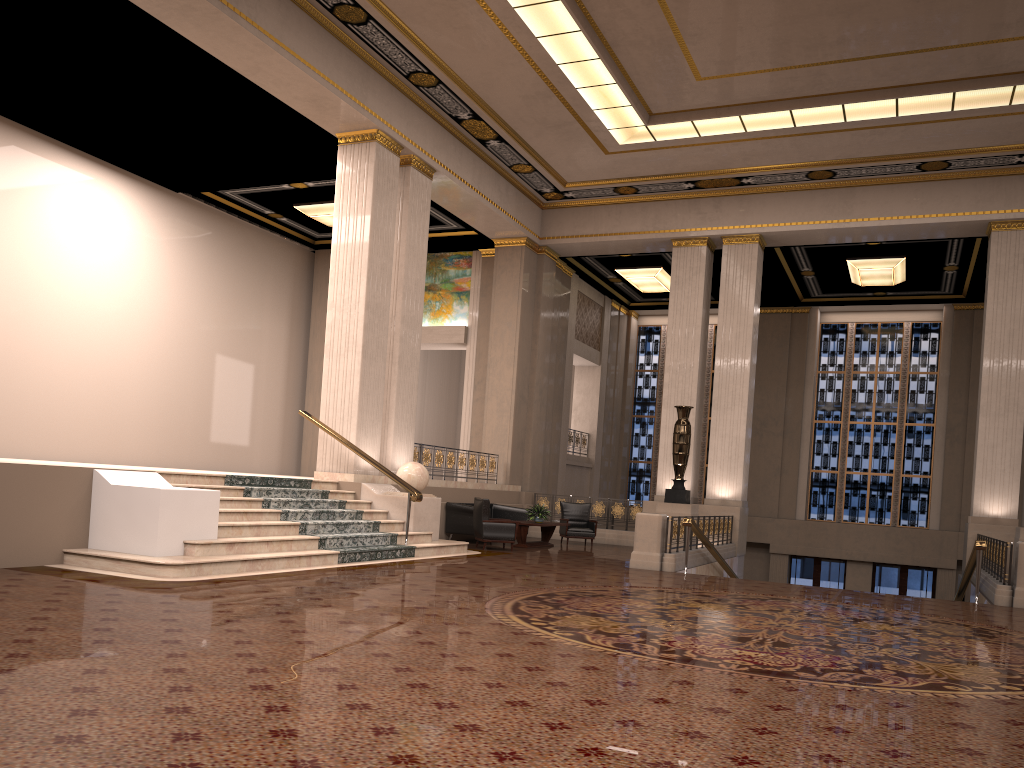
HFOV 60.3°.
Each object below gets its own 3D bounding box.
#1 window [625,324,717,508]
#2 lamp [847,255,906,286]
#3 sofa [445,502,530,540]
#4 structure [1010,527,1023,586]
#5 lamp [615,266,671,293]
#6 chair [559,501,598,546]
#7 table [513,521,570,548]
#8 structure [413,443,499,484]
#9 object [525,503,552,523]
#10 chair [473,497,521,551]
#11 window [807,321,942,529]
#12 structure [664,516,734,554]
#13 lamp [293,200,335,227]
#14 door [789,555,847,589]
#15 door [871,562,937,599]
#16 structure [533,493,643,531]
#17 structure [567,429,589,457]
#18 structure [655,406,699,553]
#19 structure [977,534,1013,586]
[{"bbox_3d":[4.892,0.968,25.369,2.980,5.356,0.069,3,0,24],"label":"window"},{"bbox_3d":[8.208,-2.498,19.814,1.165,0.214,2.032,1,-7,24],"label":"lamp"},{"bbox_3d":[-0.418,2.600,16.476,0.873,0.705,1.937,2,-6,24],"label":"sofa"},{"bbox_3d":[8.555,1.898,14.187,0.698,2.787,0.703,4,-1,24],"label":"structure"},{"bbox_3d":[3.420,-2.570,21.968,1.165,0.214,2.032,1,-7,24],"label":"lamp"},{"bbox_3d":[1.309,2.774,17.540,0.648,0.843,0.719,4,-3,-11],"label":"chair"},{"bbox_3d":[0.408,2.746,16.096,0.837,0.434,1.486,1,-7,24],"label":"table"},{"bbox_3d":[-1.063,1.553,16.871,0.032,0.623,3.722,4,-6,25],"label":"structure"},{"bbox_3d":[0.479,2.325,15.951,0.527,0.376,0.502,7,-5,-33],"label":"object"},{"bbox_3d":[-0.289,2.331,14.662,0.718,0.843,0.649,5,-3,-16],"label":"chair"},{"bbox_3d":[9.536,1.039,23.279,2.980,5.356,0.069,3,0,24],"label":"window"},{"bbox_3d":[3.274,2.499,14.894,0.079,0.535,4.974,4,-6,25],"label":"structure"},{"bbox_3d":[-3.440,-3.481,18.126,1.712,0.214,1.177,1,-7,24],"label":"lamp"},{"bbox_3d":[8.008,5.904,23.294,1.488,2.723,0.155,3,0,24],"label":"door"},{"bbox_3d":[9.909,5.932,22.439,1.488,2.723,0.155,3,0,24],"label":"door"},{"bbox_3d":[1.621,2.734,18.811,2.530,0.654,0.032,1,-1,24],"label":"structure"},{"bbox_3d":[1.599,1.520,22.783,0.031,0.666,2.171,4,-6,25],"label":"structure"},{"bbox_3d":[3.158,1.817,16.616,0.698,2.787,0.703,4,-1,24],"label":"structure"},{"bbox_3d":[7.127,2.557,13.160,0.079,0.535,4.974,4,-6,24],"label":"structure"}]
